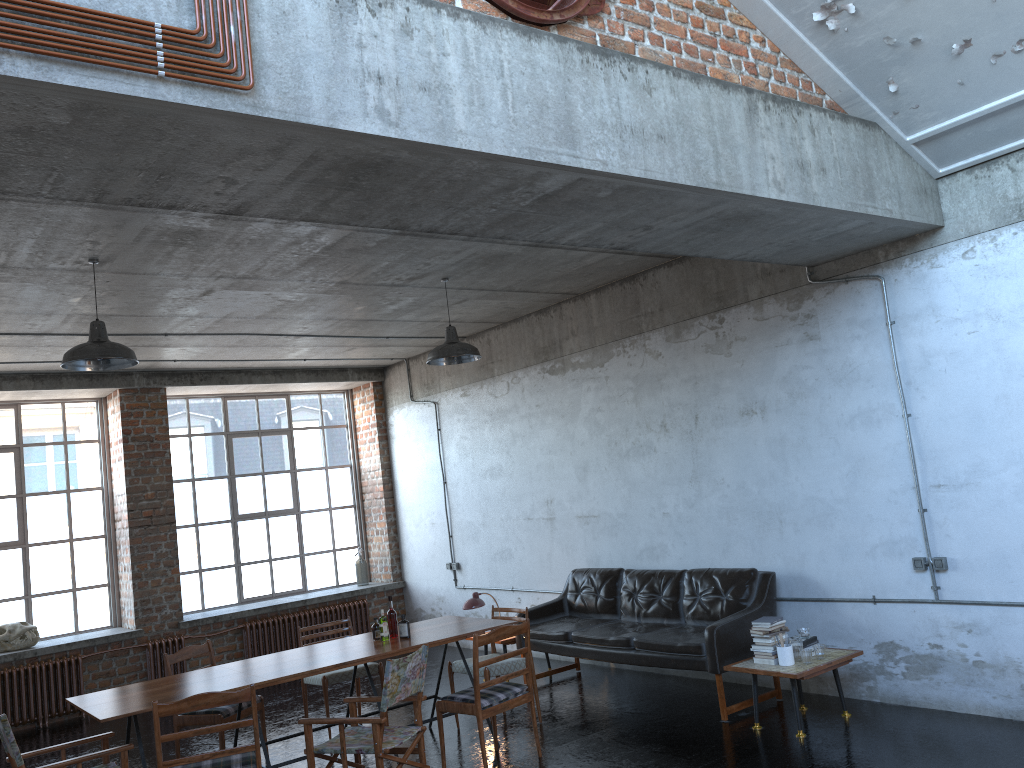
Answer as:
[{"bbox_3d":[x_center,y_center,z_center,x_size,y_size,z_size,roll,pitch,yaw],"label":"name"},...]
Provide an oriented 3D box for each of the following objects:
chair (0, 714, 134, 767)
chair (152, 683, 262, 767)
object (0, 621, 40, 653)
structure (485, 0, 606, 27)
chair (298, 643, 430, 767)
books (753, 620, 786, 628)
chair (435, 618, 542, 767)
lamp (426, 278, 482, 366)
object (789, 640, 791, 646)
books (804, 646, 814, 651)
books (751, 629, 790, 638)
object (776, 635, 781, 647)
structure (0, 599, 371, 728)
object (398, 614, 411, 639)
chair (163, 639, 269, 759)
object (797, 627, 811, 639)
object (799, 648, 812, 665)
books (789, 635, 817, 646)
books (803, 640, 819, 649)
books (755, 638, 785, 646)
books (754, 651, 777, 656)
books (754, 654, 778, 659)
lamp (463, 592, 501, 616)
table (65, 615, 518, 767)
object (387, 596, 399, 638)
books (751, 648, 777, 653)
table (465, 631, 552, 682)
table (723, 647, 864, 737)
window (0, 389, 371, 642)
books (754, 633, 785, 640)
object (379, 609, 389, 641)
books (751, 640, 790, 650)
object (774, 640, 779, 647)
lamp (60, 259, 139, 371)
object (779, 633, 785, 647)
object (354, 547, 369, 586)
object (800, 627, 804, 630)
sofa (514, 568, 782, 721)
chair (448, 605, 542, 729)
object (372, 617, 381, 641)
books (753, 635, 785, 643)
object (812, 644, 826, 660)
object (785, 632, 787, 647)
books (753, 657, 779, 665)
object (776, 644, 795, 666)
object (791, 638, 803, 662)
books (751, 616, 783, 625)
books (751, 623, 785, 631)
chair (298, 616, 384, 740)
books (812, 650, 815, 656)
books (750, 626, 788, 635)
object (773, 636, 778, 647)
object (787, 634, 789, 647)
[{"bbox_3d":[-2.777,2.464,5.502,0.713,1.031,0.574,-2,-8,-37],"label":"chair"},{"bbox_3d":[-1.811,2.345,5.360,0.573,1.028,0.509,-5,-7,-18],"label":"chair"},{"bbox_3d":[-5.611,2.817,9.865,0.625,0.305,0.418,-10,-7,26],"label":"object"},{"bbox_3d":[-0.015,-2.282,4.411,1.058,1.096,0.808,-2,-8,-37],"label":"structure"},{"bbox_3d":[-0.909,2.266,5.736,0.713,1.031,0.574,-10,-7,22],"label":"chair"},{"bbox_3d":[1.929,1.797,6.655,0.205,0.020,0.155,-2,-8,-37],"label":"books"},{"bbox_3d":[-0.186,2.275,6.444,0.509,1.028,0.573,-13,-9,42],"label":"chair"},{"bbox_3d":[-0.573,-0.649,8.011,0.502,0.891,0.502,-3,-8,-33],"label":"lamp"},{"bbox_3d":[2.009,1.945,6.443,0.068,0.159,0.009,-4,-7,-24],"label":"object"},{"bbox_3d":[2.185,2.003,6.740,0.227,0.024,0.166,-11,-8,31],"label":"books"},{"bbox_3d":[1.933,1.861,6.645,0.244,0.019,0.174,-2,-8,-37],"label":"books"},{"bbox_3d":[1.961,1.923,6.478,0.009,0.167,0.061,-4,-7,-25],"label":"object"},{"bbox_3d":[-4.047,3.342,10.467,5.349,0.713,0.232,-2,-8,-37],"label":"structure"},{"bbox_3d":[-0.846,1.899,6.951,0.097,0.180,0.051,-10,-7,24],"label":"object"},{"bbox_3d":[-2.366,2.617,7.130,0.509,1.028,0.573,-9,-7,17],"label":"chair"},{"bbox_3d":[2.229,1.900,6.759,0.103,0.068,0.103,-10,-7,25],"label":"object"},{"bbox_3d":[2.122,1.965,6.385,0.092,0.099,0.092,-11,-8,30],"label":"object"},{"bbox_3d":[2.185,1.953,6.745,0.225,0.029,0.179,0,-9,-45],"label":"books"},{"bbox_3d":[2.192,1.979,6.752,0.243,0.024,0.175,-1,-9,-41],"label":"books"},{"bbox_3d":[1.946,1.923,6.642,0.221,0.023,0.147,-2,-8,-38],"label":"books"},{"bbox_3d":[1.949,1.985,6.615,0.249,0.023,0.175,-2,-8,-36],"label":"books"},{"bbox_3d":[1.951,2.008,6.613,0.249,0.023,0.175,-1,-9,-41],"label":"books"},{"bbox_3d":[-0.287,2.378,9.141,0.496,0.492,0.220,0,-9,-45],"label":"lamp"},{"bbox_3d":[-1.450,2.481,6.541,3.112,0.917,1.067,-2,-8,-37],"label":"table"},{"bbox_3d":[-0.953,1.849,7.042,0.075,0.324,0.075,-5,-7,-12],"label":"object"},{"bbox_3d":[1.945,1.969,6.635,0.255,0.014,0.192,-2,-8,-34],"label":"books"},{"bbox_3d":[0.047,2.834,9.318,0.811,0.458,0.649,-2,-8,-37],"label":"table"},{"bbox_3d":[2.114,2.264,6.559,0.811,0.458,0.649,-2,-8,-37],"label":"table"},{"bbox_3d":[-1.410,3.147,13.957,19.864,12.900,0.747,-2,-8,-37],"label":"window"},{"bbox_3d":[1.940,1.881,6.645,0.205,0.022,0.155,-1,-9,-42],"label":"books"},{"bbox_3d":[-1.005,1.887,6.945,0.070,0.235,0.041,-2,-8,-38],"label":"object"},{"bbox_3d":[1.941,1.948,6.638,0.245,0.028,0.193,-1,-9,-42],"label":"books"},{"bbox_3d":[1.958,1.936,6.437,0.137,0.190,0.009,-2,-8,-34],"label":"object"},{"bbox_3d":[-2.923,-0.571,6.234,0.502,0.891,0.502,-3,-8,-33],"label":"lamp"},{"bbox_3d":[1.983,1.930,6.485,0.023,0.204,0.037,-7,-7,2],"label":"object"},{"bbox_3d":[-2.147,2.595,12.637,0.172,0.551,0.172,-8,-7,7],"label":"object"},{"bbox_3d":[2.227,1.894,6.761,0.065,0.060,0.081,-11,-8,34],"label":"object"},{"bbox_3d":[1.135,2.249,8.068,0.929,1.045,2.610,-2,-8,-37],"label":"sofa"},{"bbox_3d":[-0.149,2.409,7.496,0.577,0.971,0.589,-2,-8,-37],"label":"chair"},{"bbox_3d":[-1.073,1.941,7.029,0.077,0.173,0.077,-12,-8,38],"label":"object"},{"bbox_3d":[1.940,1.904,6.648,0.224,0.021,0.158,-2,-8,-37],"label":"books"},{"bbox_3d":[2.252,1.961,6.483,0.092,0.099,0.092,-11,-8,30],"label":"object"},{"bbox_3d":[2.003,1.908,6.481,0.052,0.185,0.009,-2,-8,-35],"label":"object"},{"bbox_3d":[1.953,2.041,6.609,0.248,0.043,0.192,-2,-8,-37],"label":"books"},{"bbox_3d":[1.986,1.969,6.435,0.110,0.137,0.110,-2,-8,-37],"label":"object"},{"bbox_3d":[2.096,1.953,6.500,0.087,0.155,0.087,-10,-7,25],"label":"object"},{"bbox_3d":[1.917,1.778,6.662,0.159,0.024,0.201,-13,-9,42],"label":"books"},{"bbox_3d":[1.926,1.820,6.661,0.209,0.023,0.167,-1,-9,-43],"label":"books"},{"bbox_3d":[-1.539,2.630,7.952,0.589,0.971,0.577,-2,-8,-37],"label":"chair"},{"bbox_3d":[2.198,2.030,6.738,0.243,0.034,0.179,-12,-8,35],"label":"books"},{"bbox_3d":[1.923,1.841,6.642,0.231,0.023,0.162,-4,-7,-22],"label":"books"},{"bbox_3d":[1.937,1.930,6.441,0.046,0.202,0.023,-7,-7,-1],"label":"object"},{"bbox_3d":[2.011,1.914,6.470,0.062,0.169,0.009,-2,-8,-38],"label":"object"}]
